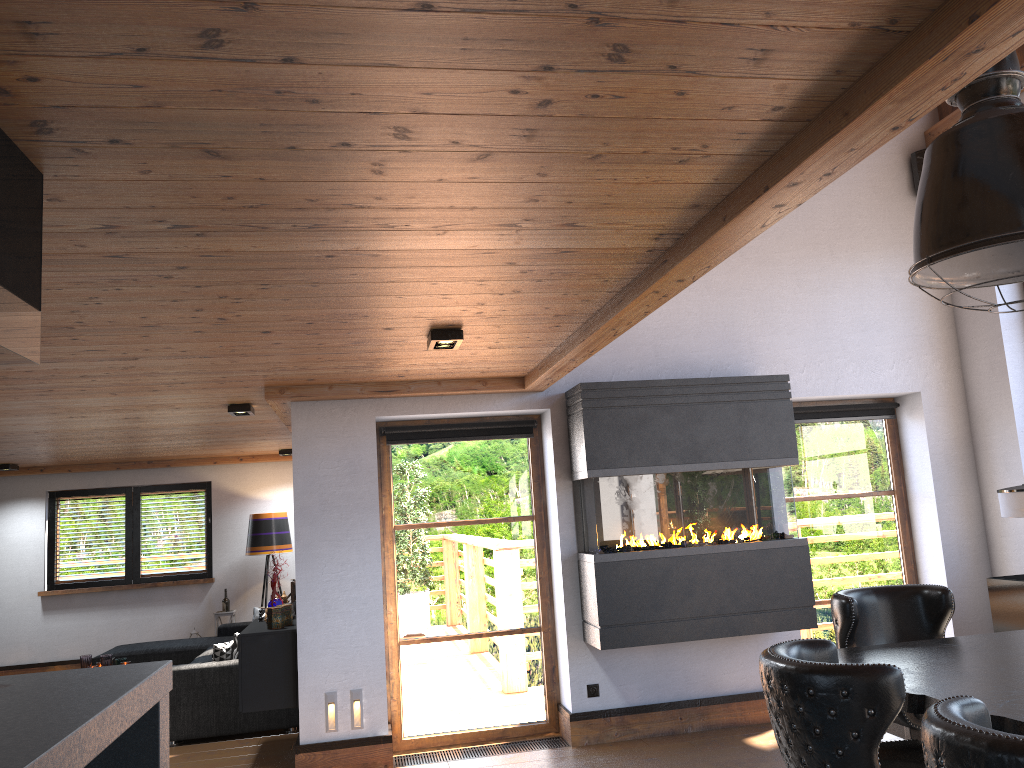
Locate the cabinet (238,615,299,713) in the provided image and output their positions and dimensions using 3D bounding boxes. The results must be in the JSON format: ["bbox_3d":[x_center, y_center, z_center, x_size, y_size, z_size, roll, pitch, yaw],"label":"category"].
[{"bbox_3d":[-1.586,1.849,5.955,0.359,0.469,0.949,-2,-8,-10],"label":"cabinet"}]

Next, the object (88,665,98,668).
[{"bbox_3d":[-3.530,2.419,7.464,0.079,0.081,0.079,-4,-9,4],"label":"object"}]

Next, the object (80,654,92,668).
[{"bbox_3d":[-3.618,2.391,7.525,0.095,0.168,0.093,3,-11,-39],"label":"object"}]

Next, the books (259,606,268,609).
[{"bbox_3d":[-2.735,2.600,10.025,0.221,0.159,0.252,4,-12,-43],"label":"books"}]

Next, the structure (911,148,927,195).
[{"bbox_3d":[3.207,-1.624,6.797,0.214,0.350,0.212,-2,-9,-11],"label":"structure"}]

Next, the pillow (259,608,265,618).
[{"bbox_3d":[-2.388,2.368,8.673,0.313,0.365,0.662,-1,-9,-15],"label":"pillow"}]

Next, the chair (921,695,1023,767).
[{"bbox_3d":[1.053,1.111,1.479,0.574,1.094,0.498,1,-10,-26],"label":"chair"}]

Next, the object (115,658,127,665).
[{"bbox_3d":[-3.394,2.435,7.692,0.092,0.099,0.093,-8,-10,26],"label":"object"}]

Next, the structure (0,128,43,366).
[{"bbox_3d":[-1.199,-0.511,0.469,0.714,0.477,3.230,-2,-8,-10],"label":"structure"}]

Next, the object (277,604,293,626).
[{"bbox_3d":[-1.494,1.518,5.821,0.107,0.135,0.097,-7,-9,20],"label":"object"}]

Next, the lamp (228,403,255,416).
[{"bbox_3d":[-1.932,0.180,6.328,0.156,0.068,0.259,-2,-8,-10],"label":"lamp"}]

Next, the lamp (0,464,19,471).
[{"bbox_3d":[-5.474,0.898,9.609,0.156,0.068,0.259,-2,-8,-10],"label":"lamp"}]

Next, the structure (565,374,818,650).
[{"bbox_3d":[1.162,0.810,5.872,1.451,1.652,0.430,-2,-9,-11],"label":"structure"}]

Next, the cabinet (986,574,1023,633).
[{"bbox_3d":[3.539,1.469,5.008,0.404,0.656,1.855,-2,-8,-10],"label":"cabinet"}]

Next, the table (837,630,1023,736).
[{"bbox_3d":[1.941,1.135,1.428,1.436,0.951,3.773,-2,-8,-10],"label":"table"}]

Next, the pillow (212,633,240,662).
[{"bbox_3d":[-2.104,2.099,6.918,0.296,0.346,0.541,-11,-11,40],"label":"pillow"}]

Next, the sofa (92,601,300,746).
[{"bbox_3d":[-2.854,2.457,7.931,2.098,0.820,3.070,-2,-8,-10],"label":"sofa"}]

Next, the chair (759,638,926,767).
[{"bbox_3d":[0.982,1.242,2.284,0.569,1.094,0.503,-3,-9,-2],"label":"chair"}]

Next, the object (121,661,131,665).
[{"bbox_3d":[-3.305,2.421,7.581,0.079,0.081,0.079,-4,-9,4],"label":"object"}]

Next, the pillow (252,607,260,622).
[{"bbox_3d":[-2.545,2.442,9.147,0.219,0.347,0.560,1,-10,-30],"label":"pillow"}]

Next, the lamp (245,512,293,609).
[{"bbox_3d":[-2.276,2.337,10.370,1.646,1.702,0.517,2,-10,-32],"label":"lamp"}]

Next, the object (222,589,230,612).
[{"bbox_3d":[-3.288,2.498,10.185,0.086,0.287,0.088,-12,-12,41],"label":"object"}]

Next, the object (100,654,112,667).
[{"bbox_3d":[-3.425,2.371,7.481,0.095,0.168,0.093,3,-11,-39],"label":"object"}]

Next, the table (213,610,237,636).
[{"bbox_3d":[-3.273,2.909,10.123,0.227,0.610,0.223,-2,-9,-11],"label":"table"}]

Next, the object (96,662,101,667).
[{"bbox_3d":[-3.550,2.449,7.664,0.079,0.081,0.079,-4,-9,4],"label":"object"}]

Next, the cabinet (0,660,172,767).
[{"bbox_3d":[-1.116,1.101,0.404,0.893,1.105,4.770,-2,-8,-10],"label":"cabinet"}]

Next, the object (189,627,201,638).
[{"bbox_3d":[-3.614,3.004,10.094,0.254,0.463,0.249,-2,-9,-11],"label":"object"}]

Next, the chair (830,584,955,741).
[{"bbox_3d":[1.572,1.353,3.405,0.506,1.094,0.564,-2,-9,-12],"label":"chair"}]

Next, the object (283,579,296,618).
[{"bbox_3d":[-1.610,1.524,6.286,0.211,0.271,0.285,-2,-9,-10],"label":"object"}]

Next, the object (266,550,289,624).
[{"bbox_3d":[-1.589,1.362,5.997,0.152,0.505,0.322,-2,-9,-11],"label":"object"}]

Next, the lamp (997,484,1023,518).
[{"bbox_3d":[3.370,0.870,5.625,0.470,0.727,0.469,-4,-9,-2],"label":"lamp"}]

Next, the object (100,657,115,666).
[{"bbox_3d":[-3.463,2.413,7.586,0.115,0.122,0.112,2,-10,-34],"label":"object"}]

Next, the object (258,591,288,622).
[{"bbox_3d":[-1.668,1.554,6.216,0.202,0.197,0.354,-4,-8,1],"label":"object"}]

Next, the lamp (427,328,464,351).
[{"bbox_3d":[-0.327,-0.221,4.313,0.156,0.068,0.259,-2,-8,-10],"label":"lamp"}]

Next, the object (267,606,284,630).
[{"bbox_3d":[-1.518,1.501,5.692,0.109,0.135,0.096,-1,-9,-20],"label":"object"}]

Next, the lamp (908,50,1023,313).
[{"bbox_3d":[1.440,-2.555,3.131,0.614,4.693,0.628,-10,-11,34],"label":"lamp"}]

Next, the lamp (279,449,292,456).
[{"bbox_3d":[-2.589,0.783,10.186,0.156,0.068,0.259,-2,-8,-10],"label":"lamp"}]
